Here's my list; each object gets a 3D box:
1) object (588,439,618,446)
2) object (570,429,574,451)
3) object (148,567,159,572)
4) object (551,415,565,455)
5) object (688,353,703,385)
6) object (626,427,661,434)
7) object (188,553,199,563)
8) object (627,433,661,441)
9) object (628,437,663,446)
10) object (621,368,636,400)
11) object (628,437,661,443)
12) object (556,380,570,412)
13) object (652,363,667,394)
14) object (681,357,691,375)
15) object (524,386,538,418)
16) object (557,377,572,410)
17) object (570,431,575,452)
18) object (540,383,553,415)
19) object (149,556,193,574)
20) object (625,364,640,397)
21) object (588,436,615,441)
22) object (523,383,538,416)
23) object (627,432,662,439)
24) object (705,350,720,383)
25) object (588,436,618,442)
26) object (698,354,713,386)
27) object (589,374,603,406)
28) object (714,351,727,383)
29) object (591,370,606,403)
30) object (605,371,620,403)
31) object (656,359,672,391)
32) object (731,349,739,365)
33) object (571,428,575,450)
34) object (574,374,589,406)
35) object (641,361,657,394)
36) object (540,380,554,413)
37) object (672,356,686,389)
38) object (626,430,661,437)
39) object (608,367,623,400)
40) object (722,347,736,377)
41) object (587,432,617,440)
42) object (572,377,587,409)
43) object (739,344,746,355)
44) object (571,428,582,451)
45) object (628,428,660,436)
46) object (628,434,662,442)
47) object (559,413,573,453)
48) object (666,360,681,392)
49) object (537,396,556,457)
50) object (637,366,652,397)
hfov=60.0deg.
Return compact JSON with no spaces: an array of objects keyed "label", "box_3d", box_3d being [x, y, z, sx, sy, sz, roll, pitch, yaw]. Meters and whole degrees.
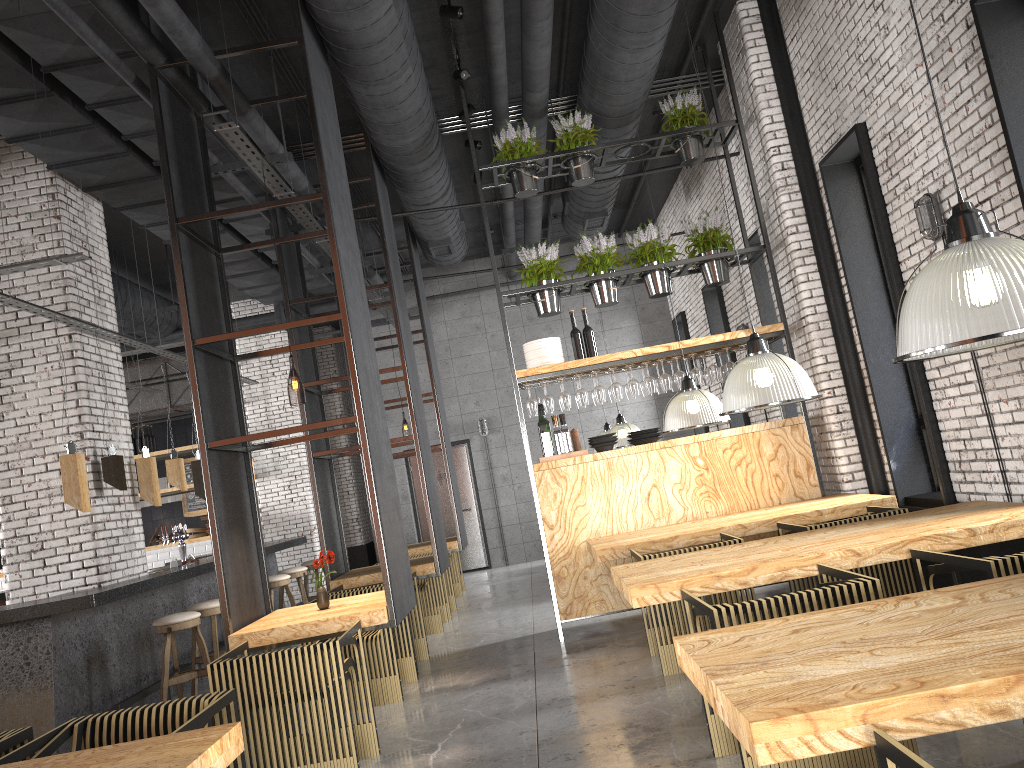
[{"label":"object","box_3d":[0.785,0.524,7.583,0.257,0.076,0.256,-10,-6,0]},{"label":"object","box_3d":[0.556,0.520,7.788,0.056,0.249,0.056,-9,-7,-8]},{"label":"object","box_3d":[-4.377,2.836,11.194,0.398,1.038,0.397,-15,-8,35]},{"label":"object","box_3d":[0.393,0.448,7.547,0.070,0.369,0.107,-10,-7,-1]},{"label":"object","box_3d":[1.550,-0.123,7.494,0.100,0.268,0.101,-15,-9,36]},{"label":"object","box_3d":[1.124,0.410,7.573,0.306,0.039,0.305,-8,-6,-17]},{"label":"object","box_3d":[-3.298,1.798,9.186,0.091,0.091,0.177,-7,-7,-25]},{"label":"object","box_3d":[1.131,0.465,7.564,0.306,0.046,0.304,-5,-8,-42]},{"label":"object","box_3d":[1.139,0.498,7.560,0.305,0.035,0.306,-15,-8,37]},{"label":"object","box_3d":[1.026,0.002,7.776,0.100,0.268,0.101,-15,-9,36]},{"label":"object","box_3d":[1.137,0.488,7.561,0.305,0.041,0.305,-12,-6,17]},{"label":"object","box_3d":[0.446,0.107,7.773,0.100,0.268,0.101,-15,-9,36]},{"label":"object","box_3d":[1.293,-0.046,7.777,0.100,0.268,0.101,-15,-9,36]},{"label":"object","box_3d":[1.555,-0.094,7.778,0.100,0.268,0.101,-15,-9,36]},{"label":"object","box_3d":[0.165,0.158,7.772,0.100,0.268,0.101,-15,-9,36]},{"label":"object","box_3d":[0.441,0.077,7.489,0.100,0.268,0.101,-15,-9,36]},{"label":"object","box_3d":[0.554,0.511,7.702,0.056,0.249,0.056,-9,-7,-8]},{"label":"object","box_3d":[0.301,0.133,7.773,0.100,0.268,0.101,-15,-9,36]},{"label":"object","box_3d":[-3.229,1.691,8.367,0.200,0.106,0.765,-10,-6,0]},{"label":"object","box_3d":[1.021,-0.027,7.492,0.100,0.268,0.101,-15,-9,36]},{"label":"object","box_3d":[0.781,0.495,7.586,0.257,0.072,0.256,-10,-6,0]},{"label":"object","box_3d":[0.160,0.128,7.488,0.100,0.268,0.101,-15,-9,36]},{"label":"object","box_3d":[1.130,0.450,7.566,0.306,0.042,0.305,-5,-8,-43]},{"label":"object","box_3d":[1.695,-0.149,7.495,0.100,0.268,0.101,-14,-8,31]},{"label":"object","box_3d":[0.782,0.500,7.585,0.257,0.072,0.256,-7,-7,-28]},{"label":"object","box_3d":[1.700,-0.120,7.779,0.100,0.268,0.101,-14,-8,31]},{"label":"object","box_3d":[0.736,0.054,7.775,0.100,0.268,0.101,-15,-9,36]},{"label":"object","box_3d":[1.845,-0.146,7.780,0.100,0.268,0.101,-14,-8,31]},{"label":"object","box_3d":[0.731,0.025,7.491,0.100,0.268,0.101,-15,-9,36]},{"label":"object","box_3d":[0.881,0.028,7.775,0.100,0.268,0.101,-15,-9,36]},{"label":"object","box_3d":[1.288,-0.076,7.493,0.100,0.268,0.101,-15,-9,36]},{"label":"object","box_3d":[1.990,-0.172,7.780,0.100,0.268,0.101,-14,-8,31]},{"label":"object","box_3d":[0.553,0.503,7.616,0.056,0.249,0.056,-9,-7,-8]},{"label":"object","box_3d":[0.586,0.051,7.490,0.100,0.268,0.101,-15,-9,36]},{"label":"object","box_3d":[1.159,-0.052,7.493,0.100,0.268,0.101,-15,-9,36]},{"label":"object","box_3d":[0.296,0.104,7.489,0.100,0.268,0.101,-15,-9,36]},{"label":"object","box_3d":[1.414,-0.098,7.494,0.100,0.268,0.101,-15,-9,36]},{"label":"object","box_3d":[1.128,0.435,7.568,0.306,0.037,0.305,-10,-6,1]},{"label":"object","box_3d":[0.876,-0.001,7.491,0.100,0.268,0.101,-15,-9,36]},{"label":"object","box_3d":[1.840,-0.176,7.496,0.100,0.268,0.101,-14,-8,31]},{"label":"object","box_3d":[0.777,0.470,7.589,0.256,0.076,0.257,-15,-8,37]},{"label":"object","box_3d":[0.591,0.080,7.774,0.100,0.268,0.101,-15,-9,36]},{"label":"object","box_3d":[1.985,-0.202,7.496,0.100,0.268,0.101,-14,-8,31]},{"label":"object","box_3d":[0.551,0.494,7.530,0.056,0.249,0.056,-9,-7,-8]},{"label":"object","box_3d":[1.125,0.424,7.571,0.305,0.049,0.306,-13,-7,25]},{"label":"object","box_3d":[1.134,0.473,7.563,0.306,0.044,0.305,-10,-6,1]},{"label":"object","box_3d":[0.457,0.437,7.548,0.070,0.369,0.107,-10,-7,-1]},{"label":"object","box_3d":[1.419,-0.069,7.778,0.100,0.268,0.101,-15,-9,36]},{"label":"object","box_3d":[0.275,0.374,7.544,0.106,0.555,0.156,-10,-7,-1]},{"label":"object","box_3d":[1.164,-0.023,7.777,0.100,0.268,0.101,-15,-9,36]}]
